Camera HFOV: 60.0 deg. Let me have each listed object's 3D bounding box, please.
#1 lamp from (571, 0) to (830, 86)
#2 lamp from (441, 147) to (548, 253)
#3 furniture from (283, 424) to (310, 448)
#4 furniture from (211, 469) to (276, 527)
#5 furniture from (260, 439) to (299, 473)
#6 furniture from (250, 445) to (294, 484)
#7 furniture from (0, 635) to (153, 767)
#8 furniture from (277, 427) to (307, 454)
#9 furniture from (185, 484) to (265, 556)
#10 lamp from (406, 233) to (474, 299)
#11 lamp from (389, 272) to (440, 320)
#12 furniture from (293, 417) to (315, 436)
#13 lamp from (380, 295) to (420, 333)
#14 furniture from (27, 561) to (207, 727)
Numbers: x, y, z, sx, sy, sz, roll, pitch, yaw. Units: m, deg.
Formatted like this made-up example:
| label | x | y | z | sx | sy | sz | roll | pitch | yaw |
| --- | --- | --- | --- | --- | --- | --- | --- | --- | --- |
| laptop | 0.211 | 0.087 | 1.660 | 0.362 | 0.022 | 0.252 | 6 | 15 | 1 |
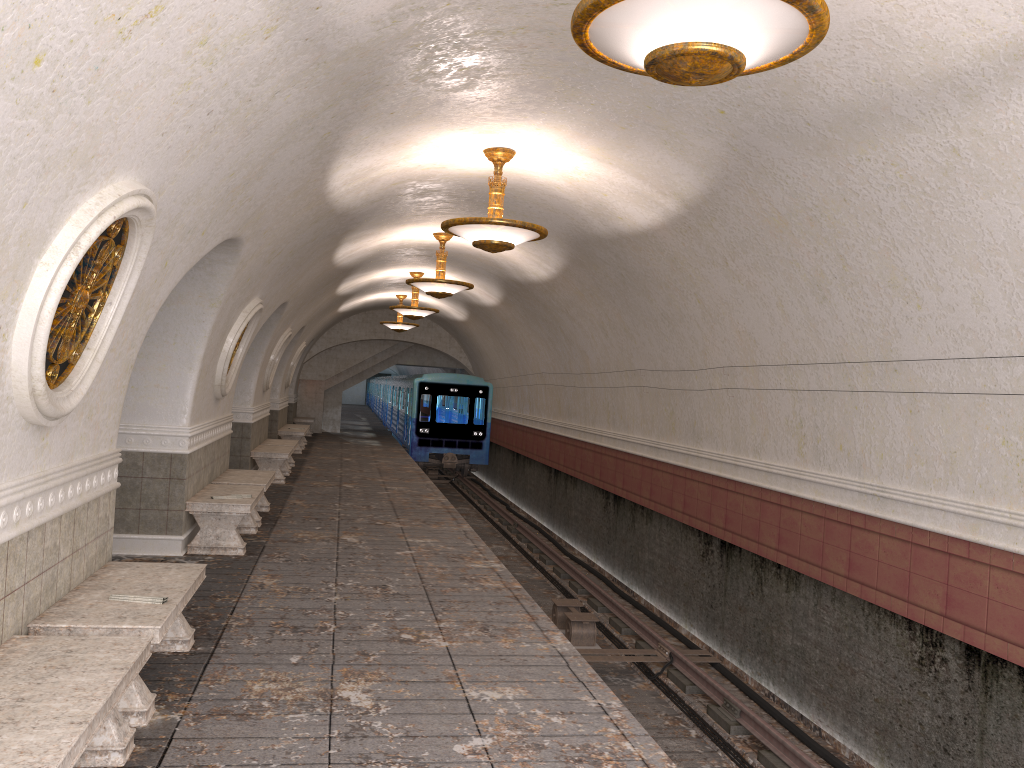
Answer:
| label | x | y | z | sx | sy | sz | roll | pitch | yaw |
| --- | --- | --- | --- | --- | --- | --- | --- | --- | --- |
| lamp | 0.756 | -1.678 | 3.552 | 1.008 | 0.955 | 1.008 | 4 | 0 | -27 |
| lamp | -0.148 | -1.704 | 8.330 | 1.008 | 0.955 | 1.008 | 4 | 0 | -27 |
| furniture | -5.532 | 1.328 | 22.728 | 0.613 | 0.508 | 1.509 | 4 | 0 | -11 |
| furniture | -3.304 | 1.391 | 10.954 | 0.613 | 0.508 | 1.509 | 4 | 0 | -11 |
| furniture | -4.424 | 1.360 | 16.870 | 0.613 | 0.508 | 1.509 | 4 | 0 | -11 |
| furniture | -4.111 | 1.368 | 15.217 | 0.613 | 0.508 | 1.509 | 4 | 0 | -11 |
| furniture | -1.874 | 1.432 | 3.397 | 0.613 | 0.508 | 1.509 | 4 | 0 | -11 |
| furniture | -5.220 | 1.337 | 21.076 | 0.613 | 0.508 | 1.509 | 4 | 0 | -11 |
| furniture | -2.991 | 1.400 | 9.302 | 0.613 | 0.508 | 1.509 | 4 | 0 | -11 |
| lamp | -1.047 | -1.729 | 13.075 | 1.008 | 0.955 | 1.008 | 4 | 0 | 5 |
| lamp | -1.944 | -1.755 | 17.819 | 1.008 | 0.955 | 1.008 | 4 | 0 | 5 |
| furniture | -6.391 | 1.303 | 27.268 | 0.613 | 0.508 | 1.509 | 4 | 0 | -11 |
| lamp | -2.842 | -1.780 | 22.565 | 1.008 | 0.955 | 1.008 | 3 | 0 | 35 |
| furniture | -2.187 | 1.423 | 5.050 | 0.613 | 0.508 | 1.509 | 4 | 0 | -11 |
